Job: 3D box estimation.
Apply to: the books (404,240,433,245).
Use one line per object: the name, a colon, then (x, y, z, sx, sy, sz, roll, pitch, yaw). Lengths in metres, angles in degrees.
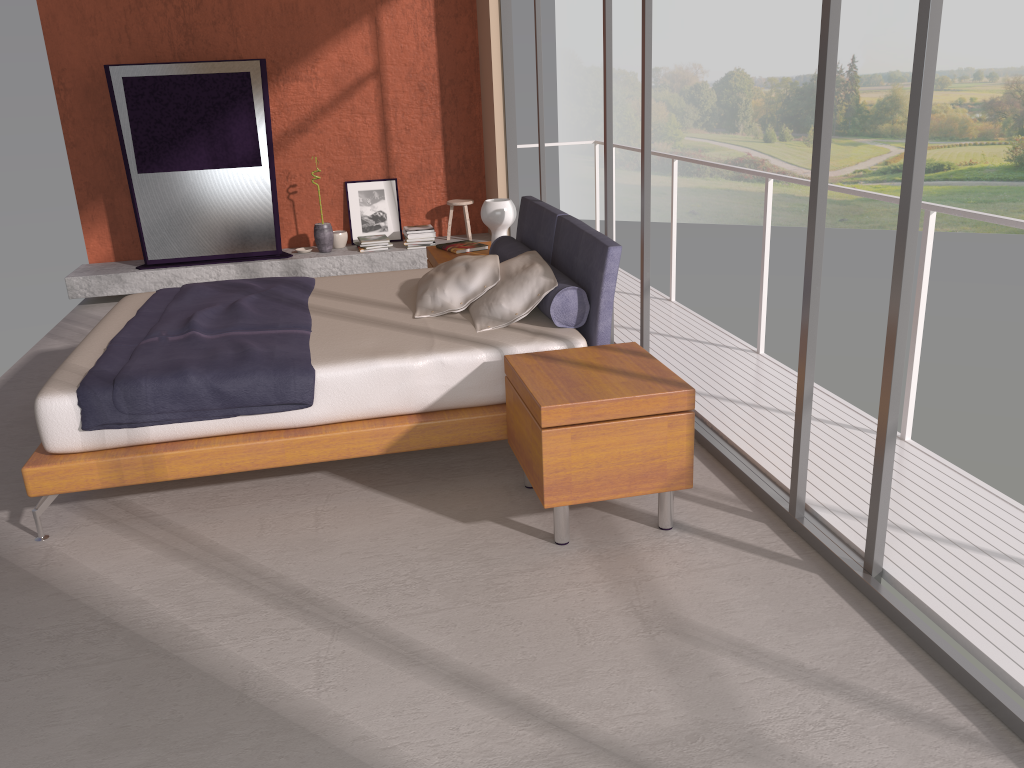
books: (-0.809, -1.256, 7.751, 0.247, 0.025, 0.287, -3, 19, 0)

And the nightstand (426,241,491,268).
nightstand: (-0.235, -0.608, 5.896, 0.562, 0.556, 0.628, -6, 19, -11)

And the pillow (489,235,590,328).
pillow: (0.113, -0.559, 4.571, 0.205, 0.201, 1.470, -6, 19, -11)

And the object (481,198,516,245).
object: (-0.081, -0.992, 5.605, 0.224, 0.338, 0.224, -2, 19, 0)

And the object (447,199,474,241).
object: (-0.441, -1.465, 7.935, 0.257, 0.349, 0.260, -19, 25, -39)

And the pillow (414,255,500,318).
pillow: (-0.282, -0.543, 4.579, 0.431, 0.264, 0.869, -4, 19, -3)

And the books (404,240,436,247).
books: (-0.810, -1.244, 7.782, 0.247, 0.018, 0.287, -6, 19, -11)

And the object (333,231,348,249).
object: (-1.538, -1.272, 7.829, 0.179, 0.137, 0.180, -2, 19, 1)

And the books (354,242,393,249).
books: (-1.207, -1.219, 7.733, 0.247, 0.018, 0.328, -12, 21, -25)

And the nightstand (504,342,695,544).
nightstand: (0.318, 0.213, 3.448, 0.562, 0.556, 0.628, -6, 19, -11)

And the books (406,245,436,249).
books: (-0.808, -1.225, 7.782, 0.247, 0.018, 0.328, -6, 19, -9)

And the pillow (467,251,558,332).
pillow: (-0.027, -0.461, 4.278, 0.400, 0.265, 0.791, -5, 19, -8)

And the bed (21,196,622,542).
bed: (-0.891, -0.284, 4.451, 2.462, 0.959, 2.017, -6, 19, -11)

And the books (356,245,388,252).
books: (-1.217, -1.193, 7.730, 0.247, 0.025, 0.287, -7, 20, -14)

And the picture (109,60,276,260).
picture: (-2.518, -1.793, 7.153, 1.129, 1.496, 0.126, -6, 19, -11)

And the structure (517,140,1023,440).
structure: (1.210, -0.396, 4.189, 0.728, 1.005, 7.689, -6, 19, -11)

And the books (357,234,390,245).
books: (-1.205, -1.257, 7.710, 0.247, 0.018, 0.328, -7, 20, -14)

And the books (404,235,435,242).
books: (-0.810, -1.288, 7.760, 0.247, 0.027, 0.328, -6, 19, -9)

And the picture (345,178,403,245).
picture: (-1.230, -1.539, 7.919, 0.458, 0.550, 0.117, -6, 19, -11)

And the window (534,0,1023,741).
window: (0.817, -1.222, 3.614, 0.075, 3.133, 6.106, -6, 19, -11)

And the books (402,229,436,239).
books: (-0.812, -1.319, 7.750, 0.247, 0.038, 0.319, -7, 20, -13)

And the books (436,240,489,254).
books: (-0.332, -0.911, 5.893, 0.247, 0.025, 0.287, -13, 22, -29)

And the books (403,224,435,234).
books: (-0.814, -1.351, 7.745, 0.247, 0.025, 0.287, -6, 19, -11)

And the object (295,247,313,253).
object: (-1.801, -1.151, 7.687, 0.152, 0.040, 0.152, 6, 21, 22)

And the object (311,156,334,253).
object: (-1.630, -1.524, 7.541, 0.165, 0.810, 0.165, 1, 19, 11)

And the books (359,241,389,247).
books: (-1.201, -1.236, 7.712, 0.247, 0.025, 0.287, -6, 19, -8)
